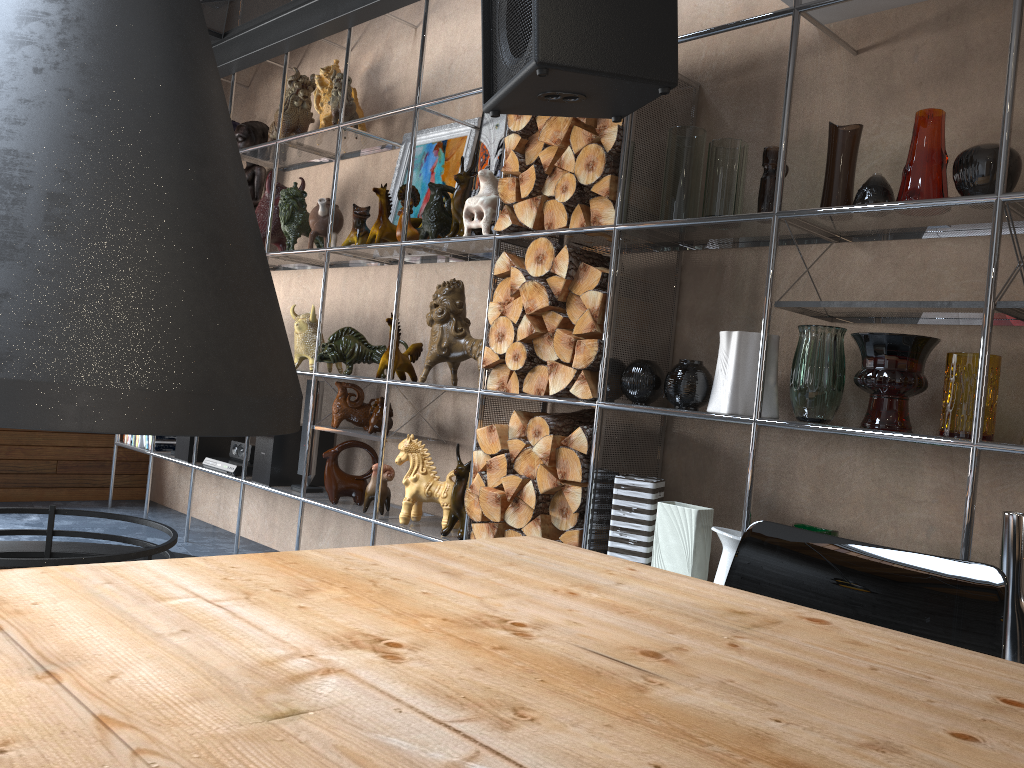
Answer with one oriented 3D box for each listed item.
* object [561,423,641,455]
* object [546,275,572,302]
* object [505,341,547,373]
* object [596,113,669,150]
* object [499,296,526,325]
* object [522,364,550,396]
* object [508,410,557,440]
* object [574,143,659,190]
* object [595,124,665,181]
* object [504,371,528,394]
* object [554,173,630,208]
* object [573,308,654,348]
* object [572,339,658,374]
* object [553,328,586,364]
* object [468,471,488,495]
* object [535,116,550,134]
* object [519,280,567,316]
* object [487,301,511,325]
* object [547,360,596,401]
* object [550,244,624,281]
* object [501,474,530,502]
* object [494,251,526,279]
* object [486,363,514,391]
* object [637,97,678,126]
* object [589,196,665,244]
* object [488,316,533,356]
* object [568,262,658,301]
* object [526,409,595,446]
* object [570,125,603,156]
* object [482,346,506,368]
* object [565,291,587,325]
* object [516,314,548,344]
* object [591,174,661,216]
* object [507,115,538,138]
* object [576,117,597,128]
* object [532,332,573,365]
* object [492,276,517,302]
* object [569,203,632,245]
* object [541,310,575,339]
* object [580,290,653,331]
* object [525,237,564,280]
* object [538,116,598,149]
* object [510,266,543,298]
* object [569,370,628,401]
[{"bbox_3d":[0.303,0.180,2.991,0.121,0.107,0.308,5,0,42],"label":"object"},{"bbox_3d":[0.251,-0.314,3.082,0.098,0.090,0.303,5,0,45],"label":"object"},{"bbox_3d":[0.114,-0.082,3.178,0.103,0.110,0.312,5,0,42],"label":"object"},{"bbox_3d":[0.423,-0.863,3.001,0.299,0.114,0.135,6,0,-42],"label":"object"},{"bbox_3d":[0.112,-0.248,3.225,0.329,0.107,0.128,6,0,-44],"label":"object"},{"bbox_3d":[0.187,-0.003,3.145,0.135,0.114,0.299,5,0,43],"label":"object"},{"bbox_3d":[0.126,0.162,3.211,0.289,0.121,0.107,6,0,-43],"label":"object"},{"bbox_3d":[0.354,-0.708,3.000,0.285,0.143,0.143,6,0,-44],"label":"object"},{"bbox_3d":[0.411,-0.766,2.979,0.309,0.121,0.111,6,0,-44],"label":"object"},{"bbox_3d":[0.110,0.003,3.224,0.303,0.095,0.087,6,0,-45],"label":"object"},{"bbox_3d":[0.291,-0.640,3.059,0.312,0.110,0.103,6,0,-41],"label":"object"},{"bbox_3d":[0.351,-0.179,2.985,0.107,0.110,0.331,5,0,44],"label":"object"},{"bbox_3d":[0.351,-0.084,2.972,0.321,0.109,0.110,6,0,-44],"label":"object"},{"bbox_3d":[0.276,-0.126,3.053,0.095,0.135,0.329,5,0,42],"label":"object"},{"bbox_3d":[-0.010,0.358,3.281,0.107,0.110,0.331,5,0,44],"label":"object"},{"bbox_3d":[0.220,-0.891,3.176,0.303,0.090,0.098,6,0,-43],"label":"object"},{"bbox_3d":[0.186,-0.284,3.128,0.164,0.128,0.321,5,0,45],"label":"object"},{"bbox_3d":[0.049,-0.226,3.288,0.111,0.121,0.309,5,0,45],"label":"object"},{"bbox_3d":[0.287,0.002,3.066,0.362,0.131,0.154,6,0,-44],"label":"object"},{"bbox_3d":[0.258,-0.397,3.058,0.289,0.121,0.107,6,0,-43],"label":"object"},{"bbox_3d":[0.101,0.367,3.146,0.107,0.098,0.330,5,0,42],"label":"object"},{"bbox_3d":[0.080,-0.412,3.278,0.121,0.107,0.308,5,0,42],"label":"object"},{"bbox_3d":[0.053,-0.013,3.291,0.287,0.112,0.126,6,0,-45],"label":"object"},{"bbox_3d":[0.419,-0.954,2.993,0.308,0.107,0.121,6,0,-40],"label":"object"},{"bbox_3d":[0.396,-0.555,3.002,0.287,0.112,0.126,6,0,-44],"label":"object"},{"bbox_3d":[0.063,-0.161,3.236,0.285,0.143,0.143,6,0,-45],"label":"object"},{"bbox_3d":[0.347,-0.332,3.019,0.299,0.119,0.151,6,0,-42],"label":"object"},{"bbox_3d":[0.192,0.154,3.137,0.140,0.150,0.312,5,0,42],"label":"object"},{"bbox_3d":[0.352,-0.800,3.040,0.329,0.107,0.128,6,0,-45],"label":"object"},{"bbox_3d":[0.027,-0.084,3.289,0.095,0.088,0.303,5,0,44],"label":"object"},{"bbox_3d":[0.311,-0.239,3.051,0.112,0.153,0.290,5,0,43],"label":"object"},{"bbox_3d":[0.172,-0.184,3.167,0.331,0.110,0.101,6,0,-42],"label":"object"},{"bbox_3d":[0.400,-0.623,2.970,0.303,0.088,0.095,6,0,-42],"label":"object"},{"bbox_3d":[0.142,-0.947,3.244,0.312,0.150,0.140,6,0,-41],"label":"object"},{"bbox_3d":[0.351,-0.901,3.070,0.362,0.115,0.098,6,0,-44],"label":"object"},{"bbox_3d":[0.213,-0.115,3.138,0.147,0.118,0.288,5,0,42],"label":"object"},{"bbox_3d":[0.080,-0.322,3.290,0.135,0.114,0.299,5,0,43],"label":"object"},{"bbox_3d":[0.329,-0.550,3.062,0.303,0.095,0.087,6,0,-44],"label":"object"},{"bbox_3d":[0.241,-0.191,3.120,0.107,0.098,0.330,5,0,42],"label":"object"},{"bbox_3d":[0.352,-0.246,2.981,0.097,0.120,0.308,5,0,41],"label":"object"},{"bbox_3d":[0.194,-0.417,3.133,0.140,0.150,0.312,5,0,42],"label":"object"},{"bbox_3d":[0.261,-0.851,3.113,0.321,0.128,0.164,6,0,-44],"label":"object"},{"bbox_3d":[0.150,-0.346,3.213,0.098,0.115,0.362,5,0,45],"label":"object"},{"bbox_3d":[0.337,0.010,2.978,0.107,0.105,0.330,5,0,43],"label":"object"}]
